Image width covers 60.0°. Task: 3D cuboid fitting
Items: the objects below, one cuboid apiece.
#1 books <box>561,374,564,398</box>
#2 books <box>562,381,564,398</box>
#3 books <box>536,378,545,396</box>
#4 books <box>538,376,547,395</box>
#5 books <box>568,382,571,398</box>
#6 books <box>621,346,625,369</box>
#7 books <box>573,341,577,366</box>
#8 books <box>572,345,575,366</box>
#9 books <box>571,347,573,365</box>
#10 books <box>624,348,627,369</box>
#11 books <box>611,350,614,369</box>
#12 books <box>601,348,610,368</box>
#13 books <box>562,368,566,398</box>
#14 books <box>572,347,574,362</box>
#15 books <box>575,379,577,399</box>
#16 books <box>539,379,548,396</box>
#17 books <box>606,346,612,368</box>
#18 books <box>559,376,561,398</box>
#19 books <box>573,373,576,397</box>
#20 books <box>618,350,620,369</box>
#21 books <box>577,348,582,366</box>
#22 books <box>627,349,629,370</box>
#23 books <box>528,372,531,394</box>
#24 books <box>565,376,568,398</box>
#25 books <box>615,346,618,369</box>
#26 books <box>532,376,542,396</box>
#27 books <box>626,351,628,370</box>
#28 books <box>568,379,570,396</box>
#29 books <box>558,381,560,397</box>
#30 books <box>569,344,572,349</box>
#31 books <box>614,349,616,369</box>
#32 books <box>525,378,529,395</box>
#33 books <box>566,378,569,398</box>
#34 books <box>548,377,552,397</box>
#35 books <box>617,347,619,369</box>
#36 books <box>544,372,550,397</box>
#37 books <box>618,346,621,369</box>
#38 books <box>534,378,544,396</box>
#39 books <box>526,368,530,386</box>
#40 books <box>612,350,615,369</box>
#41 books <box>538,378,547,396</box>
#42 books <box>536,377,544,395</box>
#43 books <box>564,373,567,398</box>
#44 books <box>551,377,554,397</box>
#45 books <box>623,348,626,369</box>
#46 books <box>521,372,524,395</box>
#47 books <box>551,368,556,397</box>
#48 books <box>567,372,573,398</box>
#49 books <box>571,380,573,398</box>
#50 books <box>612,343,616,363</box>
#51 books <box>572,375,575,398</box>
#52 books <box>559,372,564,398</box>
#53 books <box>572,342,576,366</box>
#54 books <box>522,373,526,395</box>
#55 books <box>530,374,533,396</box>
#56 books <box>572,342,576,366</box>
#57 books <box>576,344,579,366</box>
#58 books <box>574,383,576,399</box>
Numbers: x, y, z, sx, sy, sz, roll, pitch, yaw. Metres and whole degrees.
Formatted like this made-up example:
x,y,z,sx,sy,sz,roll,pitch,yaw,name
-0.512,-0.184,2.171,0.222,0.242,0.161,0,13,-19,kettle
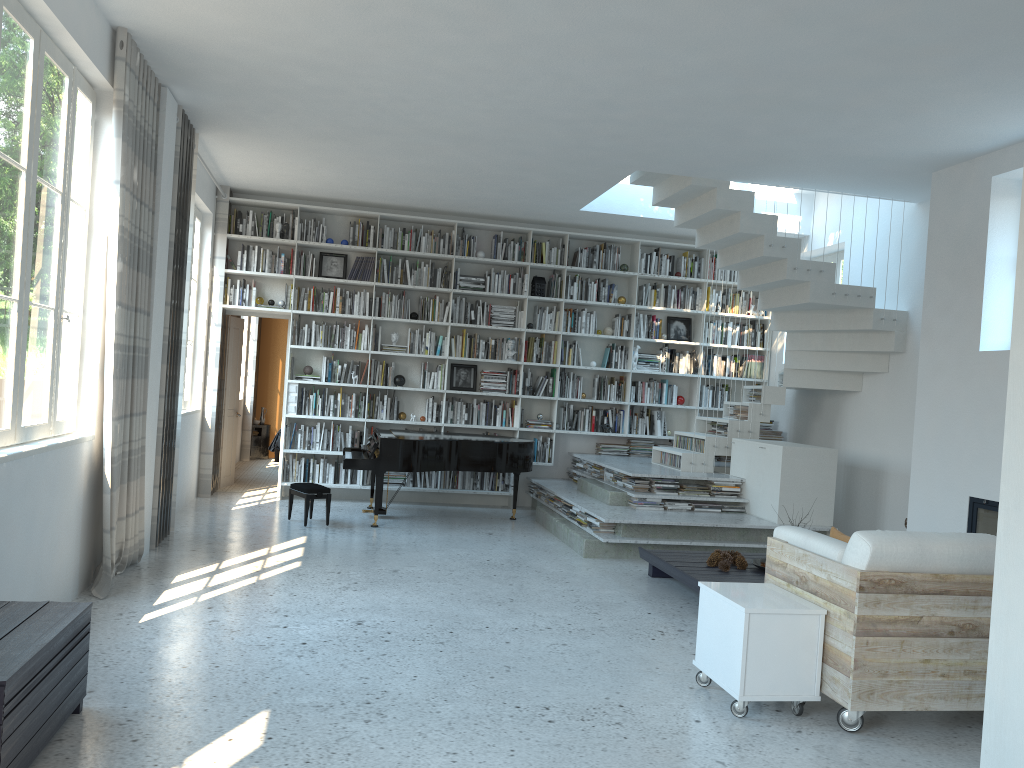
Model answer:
x,y,z,sx,sy,sz,roll,pitch,yaw,name
0.563,0.014,10.119,0.006,0.281,0.155,4,0,-11,books
0.568,0.053,10.129,0.013,0.204,0.154,4,0,-11,books
0.312,0.035,10.078,0.090,0.212,0.143,4,0,-11,books
0.328,0.021,10.079,0.094,0.238,0.149,4,0,-11,books
0.637,0.067,10.127,0.013,0.186,0.183,4,0,-11,books
1.255,-0.303,10.229,0.012,0.273,0.183,4,0,-11,books
0.711,-0.347,10.143,0.013,0.287,0.158,4,0,-11,books
0.683,-0.326,10.142,0.017,0.243,0.132,4,0,-11,books
0.661,-0.311,10.134,0.014,0.209,0.156,4,0,-11,books
1.291,-0.290,10.240,0.011,0.252,0.169,4,0,-11,books
1.137,-0.279,10.218,0.006,0.210,0.188,4,0,-11,books
1.078,-0.297,10.220,0.056,0.241,0.153,4,0,-11,books
0.580,-0.015,10.139,0.007,0.342,0.149,4,0,-11,books
0.673,-0.312,10.128,0.007,0.212,0.158,4,0,-11,books
0.718,0.054,10.162,0.008,0.223,0.133,4,0,-11,books
0.344,0.041,10.081,0.091,0.205,0.169,4,0,-11,books
1.117,-0.308,10.220,0.021,0.264,0.174,4,0,-11,books
0.532,0.034,10.130,0.011,0.239,0.136,4,0,-11,books
0.701,0.022,10.158,0.006,0.285,0.159,4,0,-11,books
1.212,-0.281,10.228,0.012,0.224,0.178,4,0,-11,books
0.763,-0.303,10.135,0.051,0.210,0.176,4,0,-11,books
1.322,-0.284,10.252,0.010,0.245,0.158,4,0,-11,books
0.182,-0.004,10.058,0.012,0.266,0.157,4,0,-11,books
0.603,0.034,10.122,0.013,0.248,0.165,4,0,-11,books
1.182,-0.303,10.228,0.018,0.263,0.165,4,0,-11,books
0.273,0.024,10.050,0.095,0.228,0.190,4,0,-11,books
1.303,-0.269,10.259,0.023,0.212,0.164,4,0,-11,books
0.625,0.050,10.129,0.013,0.218,0.160,4,0,-11,books
0.519,0.058,10.119,0.015,0.188,0.168,4,0,-11,books
0.652,-0.328,10.131,0.008,0.242,0.169,4,0,-11,books
1.166,-0.287,10.241,0.007,0.230,0.146,4,0,-11,books
0.152,0.031,10.028,0.027,0.192,0.182,4,0,-11,books
0.616,0.046,10.115,0.011,0.226,0.188,4,0,-11,books
0.419,0.034,10.079,0.029,0.223,0.171,4,0,-11,books
1.198,-0.300,10.232,0.015,0.259,0.152,4,0,-11,books
0.397,0.001,10.095,0.013,0.286,0.138,4,0,-11,books
1.229,-0.305,10.246,0.032,0.274,0.154,4,0,-11,books
0.289,0.034,10.058,0.089,0.210,0.175,4,0,-11,books
0.173,-0.025,10.046,0.013,0.307,0.141,4,0,-11,books
1.147,-0.283,10.220,0.013,0.219,0.187,4,0,-11,books
0.330,0.034,10.090,0.090,0.215,0.139,4,0,-11,books
0.301,0.027,10.081,0.095,0.226,0.144,4,0,-11,books
0.596,0.015,10.118,0.005,0.284,0.159,4,0,-11,books
0.442,0.034,10.095,0.021,0.226,0.148,4,0,-11,books
1.275,-0.287,10.255,0.013,0.245,0.158,4,0,-11,books
0.097,-0.008,10.041,0.024,0.263,0.154,4,0,-11,books
0.463,-0.014,10.095,0.014,0.325,0.182,4,0,-11,books
0.654,0.013,10.128,0.014,0.297,0.175,4,0,-11,books
0.668,0.061,10.148,0.013,0.203,0.167,4,0,-11,books
1.159,-0.320,10.238,0.013,0.295,0.154,4,0,-11,books
0.684,0.030,10.139,0.012,0.267,0.183,4,0,-11,books
0.551,0.007,10.118,0.018,0.295,0.177,4,0,-11,books
0.697,-0.339,10.135,0.006,0.270,0.178,4,0,-11,books
0.123,-0.001,10.043,0.028,0.253,0.142,4,0,-11,books
0.204,0.007,10.063,0.035,0.248,0.141,4,0,-11,books
0.702,-0.341,10.142,0.006,0.274,0.167,4,0,-11,books
0.731,-0.329,10.155,0.007,0.254,0.161,4,0,-11,books
0.707,0.076,10.159,0.013,0.179,0.140,4,0,-11,books
